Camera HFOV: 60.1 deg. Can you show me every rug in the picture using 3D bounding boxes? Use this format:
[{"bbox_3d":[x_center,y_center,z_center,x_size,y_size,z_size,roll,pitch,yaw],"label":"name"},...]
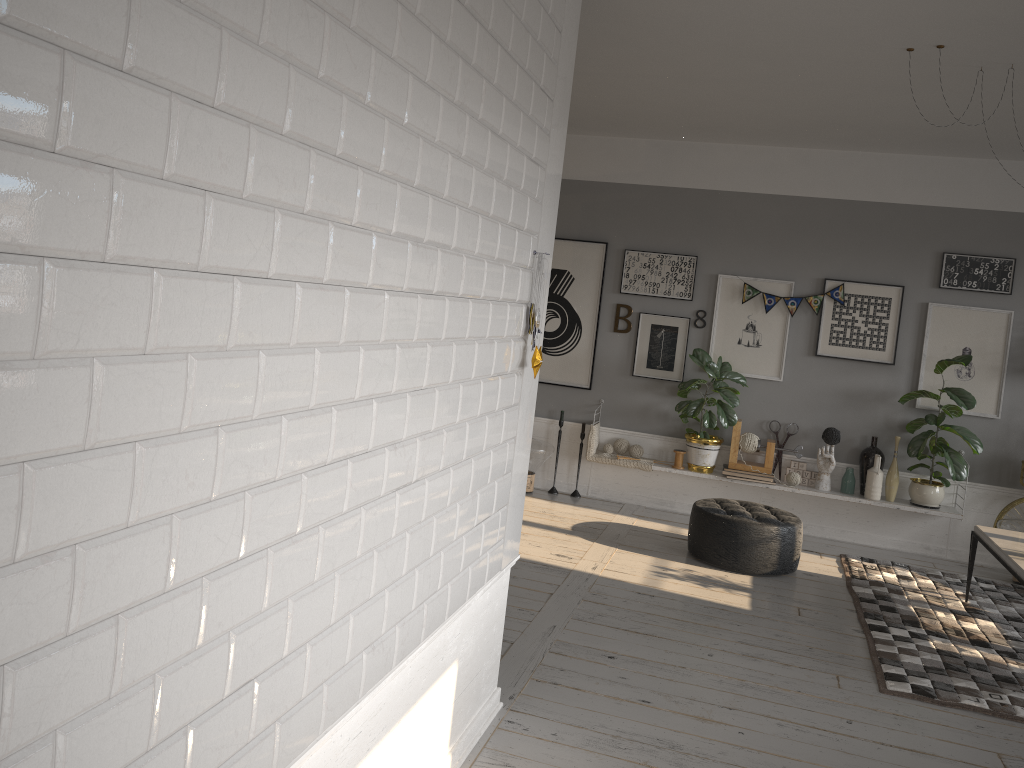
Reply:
[{"bbox_3d":[2.845,1.413,4.934,1.774,0.034,2.531,8,6,16],"label":"rug"}]

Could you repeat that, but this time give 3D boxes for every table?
[{"bbox_3d":[2.960,1.210,4.667,0.734,0.509,1.458,8,5,16],"label":"table"}]

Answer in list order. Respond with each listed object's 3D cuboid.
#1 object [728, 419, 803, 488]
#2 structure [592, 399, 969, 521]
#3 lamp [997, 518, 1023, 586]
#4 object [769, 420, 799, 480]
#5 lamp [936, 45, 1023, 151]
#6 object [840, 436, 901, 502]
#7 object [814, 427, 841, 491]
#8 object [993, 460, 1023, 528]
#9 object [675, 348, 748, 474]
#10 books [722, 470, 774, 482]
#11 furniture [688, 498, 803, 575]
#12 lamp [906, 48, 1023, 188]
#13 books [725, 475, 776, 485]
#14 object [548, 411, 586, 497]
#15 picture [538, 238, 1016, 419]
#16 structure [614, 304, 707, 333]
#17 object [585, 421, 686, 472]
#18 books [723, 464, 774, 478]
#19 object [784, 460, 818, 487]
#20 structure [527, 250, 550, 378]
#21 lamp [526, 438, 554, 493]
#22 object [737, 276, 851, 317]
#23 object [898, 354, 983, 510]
[{"bbox_3d":[1.969,0.533,6.836,0.547,0.439,0.239,8,3,16],"label":"object"},{"bbox_3d":[1.992,0.562,6.860,2.782,0.485,0.308,8,3,16],"label":"structure"},{"bbox_3d":[3.585,1.173,6.132,0.431,0.436,0.435,3,5,-44],"label":"lamp"},{"bbox_3d":[2.113,0.526,6.947,0.222,0.462,0.019,7,2,16],"label":"object"},{"bbox_3d":[2.611,-0.804,4.444,1.393,1.533,0.074,6,2,-15],"label":"lamp"},{"bbox_3d":[2.696,0.607,6.629,0.285,0.487,0.333,5,3,-24],"label":"object"},{"bbox_3d":[2.399,0.568,6.730,0.155,0.482,0.136,7,2,15],"label":"object"},{"bbox_3d":[4.275,0.984,6.149,1.627,0.968,0.427,7,2,7],"label":"object"},{"bbox_3d":[1.528,0.210,6.901,0.510,0.961,0.547,7,3,1],"label":"object"},{"bbox_3d":[1.835,0.697,6.869,0.385,0.029,0.260,8,6,16],"label":"books"},{"bbox_3d":[1.555,1.006,5.915,0.735,0.356,0.738,7,5,3],"label":"furniture"},{"bbox_3d":[2.509,-0.824,4.536,1.393,1.533,0.074,6,2,-15],"label":"lamp"},{"bbox_3d":[1.845,0.722,6.871,0.368,0.021,0.297,7,6,10],"label":"books"},{"bbox_3d":[0.474,0.571,7.334,0.280,0.699,0.092,7,2,8],"label":"object"},{"bbox_3d":[-0.369,-0.637,5.594,7.308,1.790,4.045,8,5,16],"label":"picture"},{"bbox_3d":[1.212,-0.511,7.242,0.741,0.262,0.024,8,2,16],"label":"structure"},{"bbox_3d":[1.009,0.520,7.116,0.786,0.306,0.329,8,4,17],"label":"object"},{"bbox_3d":[1.837,0.674,6.879,0.380,0.017,0.229,8,6,13],"label":"books"},{"bbox_3d":[2.259,0.694,6.867,0.265,0.173,0.078,8,3,22],"label":"object"},{"bbox_3d":[0.086,-0.240,3.091,0.078,0.446,0.134,7,2,3],"label":"structure"},{"bbox_3d":[0.117,0.668,7.288,0.434,0.436,0.432,9,4,37],"label":"lamp"},{"bbox_3d":[2.171,-0.691,6.939,0.916,0.339,0.057,8,2,15],"label":"object"},{"bbox_3d":[3.127,0.339,6.472,0.414,1.147,0.570,5,3,-35],"label":"object"}]
